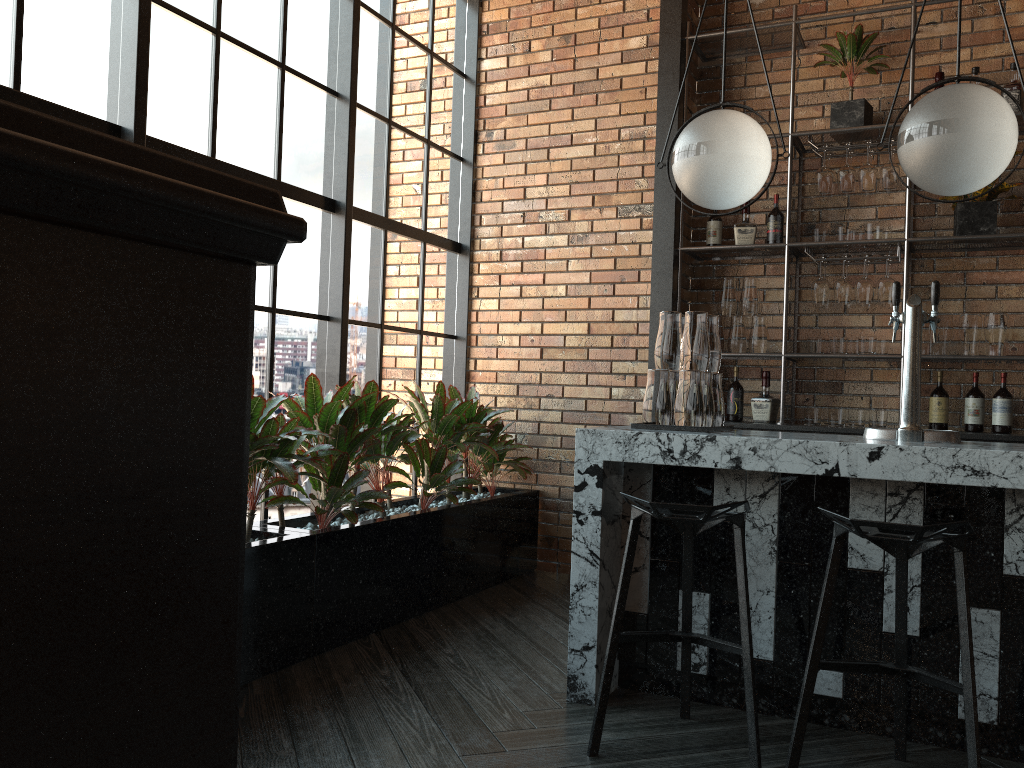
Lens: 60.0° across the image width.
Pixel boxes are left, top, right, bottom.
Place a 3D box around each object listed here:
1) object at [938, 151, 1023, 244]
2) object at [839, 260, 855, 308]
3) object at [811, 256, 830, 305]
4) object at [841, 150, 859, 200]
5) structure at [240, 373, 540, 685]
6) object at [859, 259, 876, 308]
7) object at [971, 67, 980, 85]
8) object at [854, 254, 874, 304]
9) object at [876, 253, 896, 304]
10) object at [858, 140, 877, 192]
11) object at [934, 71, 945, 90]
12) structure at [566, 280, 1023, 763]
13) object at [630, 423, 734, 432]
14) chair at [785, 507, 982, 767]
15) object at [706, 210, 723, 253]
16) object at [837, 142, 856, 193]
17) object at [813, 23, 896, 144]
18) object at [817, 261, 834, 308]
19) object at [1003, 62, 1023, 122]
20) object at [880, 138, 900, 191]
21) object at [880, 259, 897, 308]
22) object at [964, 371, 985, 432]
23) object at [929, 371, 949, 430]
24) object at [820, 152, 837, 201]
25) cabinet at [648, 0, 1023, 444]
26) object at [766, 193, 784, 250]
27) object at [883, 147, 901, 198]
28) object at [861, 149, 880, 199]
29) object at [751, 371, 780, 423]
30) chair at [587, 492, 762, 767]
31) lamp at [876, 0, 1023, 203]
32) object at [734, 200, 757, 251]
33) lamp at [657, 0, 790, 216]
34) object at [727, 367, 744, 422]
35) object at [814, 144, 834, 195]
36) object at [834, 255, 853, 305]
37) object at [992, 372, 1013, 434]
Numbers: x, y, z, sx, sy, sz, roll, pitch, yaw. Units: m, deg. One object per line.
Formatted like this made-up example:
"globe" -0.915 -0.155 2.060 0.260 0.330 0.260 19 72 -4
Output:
"object" 2.265 -0.960 4.316 0.430 0.526 0.425 2 -1 38
"object" 1.759 -0.525 4.662 0.092 0.244 0.092 2 -1 32
"object" 1.588 -0.533 4.562 0.092 0.244 0.092 2 -1 32
"object" 1.780 -1.098 4.669 0.092 0.244 0.092 2 -1 32
"structure" -0.895 0.476 3.367 0.757 1.072 4.107 2 -1 25
"object" 1.848 -0.523 4.619 0.092 0.244 0.092 2 -1 32
"object" 2.273 -1.413 4.356 0.083 0.282 0.083 2 -1 11
"object" 1.776 -0.527 4.470 0.092 0.244 0.092 2 -1 32
"object" 1.869 -0.524 4.425 0.092 0.244 0.092 2 -1 32
"object" 1.796 -1.099 4.477 0.092 0.244 0.092 2 -1 32
"object" 2.132 -1.414 4.426 0.123 0.279 0.123 2 -1 15
"structure" 3.028 0.429 2.621 5.346 1.430 1.930 2 -1 26
"object" 0.624 0.155 3.215 0.273 0.019 0.437 2 -1 26
"chair" 1.017 0.699 2.361 0.475 0.737 0.414 2 -1 31
"object" 1.128 -0.882 4.933 0.086 0.298 0.086 2 -1 -15
"object" 1.707 -1.102 4.521 0.092 0.244 0.092 2 -1 32
"object" 1.778 -1.562 4.630 0.377 0.554 0.422 2 -1 14
"object" 1.660 -0.528 4.710 0.092 0.244 0.092 2 -1 32
"object" 2.422 -1.408 4.283 0.083 0.282 0.083 1 -1 41
"object" 1.889 -1.097 4.432 0.092 0.244 0.092 2 -1 32
"object" 1.941 -0.520 4.573 0.092 0.244 0.092 2 -1 32
"object" 2.270 0.087 4.348 0.086 0.298 0.086 2 -1 -15
"object" 2.117 0.083 4.394 0.086 0.299 0.086 2 -1 -15
"object" 1.681 -1.101 4.717 0.092 0.244 0.092 2 -1 32
"cabinet" 2.342 -0.690 4.257 7.075 3.779 0.564 2 -1 26
"object" 1.415 -0.874 4.762 0.086 0.299 0.086 2 -1 -15
"object" 1.962 -1.092 4.580 0.092 0.244 0.092 2 -1 32
"object" 1.869 -1.095 4.625 0.092 0.244 0.092 2 -1 32
"object" 1.357 0.070 4.744 0.123 0.279 0.123 1 -1 40
"chair" 0.504 0.684 2.612 0.475 0.737 0.414 2 -1 16
"lamp" 1.412 -1.444 2.781 0.340 1.754 0.340 2 -1 -18
"object" 1.268 -0.867 4.814 0.123 0.279 0.123 2 -1 15
"lamp" 0.754 -1.464 3.102 0.340 1.754 0.340 2 -1 -18
"object" 1.211 0.055 4.803 0.086 0.297 0.086 2 -1 -30
"object" 1.609 -1.105 4.569 0.092 0.244 0.092 2 -1 32
"object" 1.687 -0.530 4.514 0.092 0.244 0.092 2 -1 32
"object" 2.366 0.090 4.274 0.086 0.298 0.086 2 -1 -15
